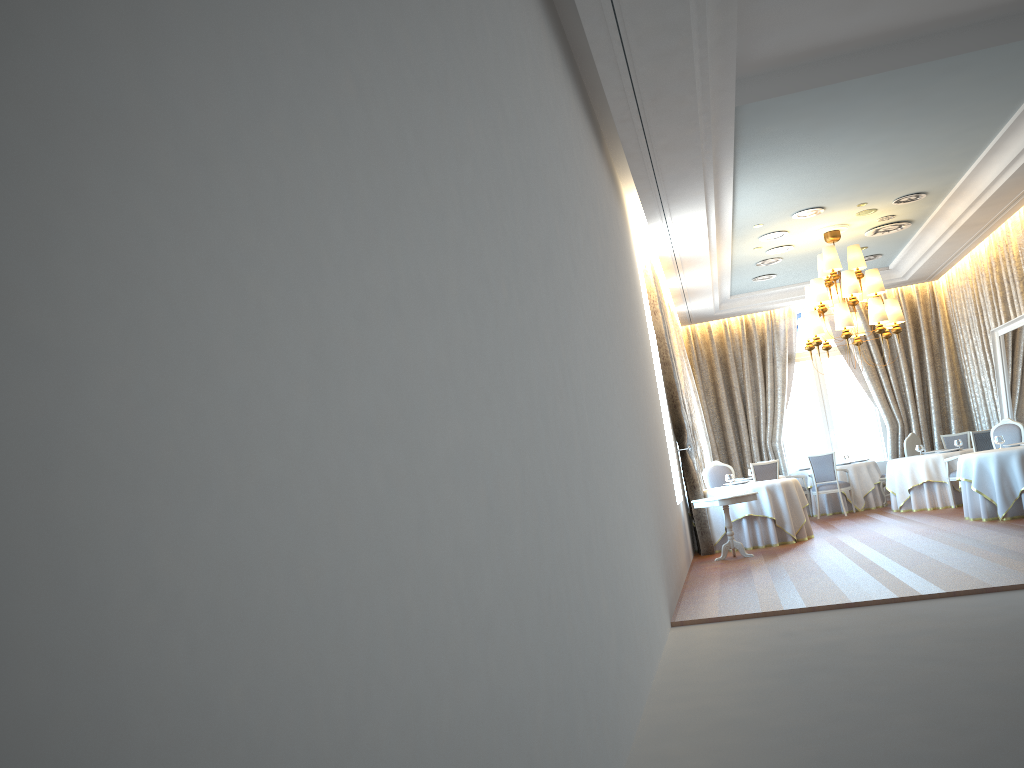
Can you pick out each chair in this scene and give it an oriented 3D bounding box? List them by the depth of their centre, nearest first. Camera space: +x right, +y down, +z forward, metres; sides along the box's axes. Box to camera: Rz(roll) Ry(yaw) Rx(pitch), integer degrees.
[{"bbox_3d":[6.743,1.105,12.234,0.690,1.233,0.563,-5,-8,-27],"label":"chair"},{"bbox_3d":[3.303,1.747,13.356,0.563,1.233,0.690,-7,-7,-12],"label":"chair"},{"bbox_3d":[7.005,1.268,13.384,0.650,1.108,0.629,-6,-7,-17],"label":"chair"},{"bbox_3d":[3.941,1.790,13.986,0.650,1.108,0.629,-7,-7,-12],"label":"chair"},{"bbox_3d":[5.496,1.737,15.379,0.650,1.108,0.629,-12,-8,27],"label":"chair"},{"bbox_3d":[7.774,1.408,15.411,0.650,1.108,0.629,-13,-8,32],"label":"chair"},{"bbox_3d":[6.935,1.519,15.779,0.563,1.233,0.690,-3,-9,-37],"label":"chair"},{"bbox_3d":[4.986,1.919,16.244,0.629,1.108,0.650,-5,-8,-22],"label":"chair"}]

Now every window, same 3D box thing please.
[{"bbox_3d":[6.245,0.049,17.918,1.881,3.306,0.196,-10,-7,13],"label":"window"}]

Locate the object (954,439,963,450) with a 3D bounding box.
[{"bbox_3d":[7.172,0.979,14.238,0.128,0.165,0.128,-10,-7,13],"label":"object"}]

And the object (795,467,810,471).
[{"bbox_3d":[5.465,1.569,16.458,0.419,0.036,0.419,-10,-7,11],"label":"object"}]

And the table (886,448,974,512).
[{"bbox_3d":[6.957,1.563,14.365,1.663,0.890,1.667,-12,-8,26],"label":"table"}]

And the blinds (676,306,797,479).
[{"bbox_3d":[4.729,0.295,17.835,2.535,4.901,0.386,-10,-7,13],"label":"blinds"}]

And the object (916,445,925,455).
[{"bbox_3d":[6.775,1.097,14.724,0.128,0.165,0.128,-10,-7,13],"label":"object"}]

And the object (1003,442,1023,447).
[{"bbox_3d":[6.745,0.797,11.756,0.419,0.036,0.419,-10,-7,11],"label":"object"}]

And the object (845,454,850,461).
[{"bbox_3d":[6.313,1.416,16.740,0.128,0.165,0.128,-10,-7,13],"label":"object"}]

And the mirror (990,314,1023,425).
[{"bbox_3d":[7.417,0.327,12.716,0.385,2.564,2.251,-10,-7,13],"label":"mirror"}]

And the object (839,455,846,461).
[{"bbox_3d":[6.100,1.398,16.353,0.128,0.165,0.128,-10,-7,13],"label":"object"}]

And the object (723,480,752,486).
[{"bbox_3d":[3.302,1.450,12.968,0.419,0.036,0.419,-10,-7,11],"label":"object"}]

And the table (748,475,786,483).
[{"bbox_3d":[3.958,2.086,15.055,1.667,0.890,1.663,-9,-7,6],"label":"table"}]

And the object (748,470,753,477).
[{"bbox_3d":[4.043,1.523,14.944,0.128,0.165,0.128,-10,-7,13],"label":"object"}]

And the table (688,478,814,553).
[{"bbox_3d":[3.339,1.858,12.500,1.663,0.890,1.667,-8,-7,1],"label":"table"}]

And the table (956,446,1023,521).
[{"bbox_3d":[6.610,1.234,11.314,1.663,0.890,1.667,-8,-7,1],"label":"table"}]

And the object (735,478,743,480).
[{"bbox_3d":[3.860,1.693,15.575,0.419,0.036,0.419,-10,-7,11],"label":"object"}]

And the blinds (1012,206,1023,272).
[{"bbox_3d":[7.065,-0.955,10.676,0.238,4.819,4.439,-10,-7,13],"label":"blinds"}]

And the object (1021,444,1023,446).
[{"bbox_3d":[6.494,0.730,10.923,0.419,0.036,0.419,-10,-7,11],"label":"object"}]

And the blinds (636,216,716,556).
[{"bbox_3d":[2.322,-0.013,12.559,0.315,4.930,2.204,-10,-7,12],"label":"blinds"}]

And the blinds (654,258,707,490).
[{"bbox_3d":[2.915,0.198,14.937,0.335,4.969,2.257,-10,-7,13],"label":"blinds"}]

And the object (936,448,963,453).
[{"bbox_3d":[6.916,1.055,14.027,0.419,0.036,0.419,-10,-7,11],"label":"object"}]

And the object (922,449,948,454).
[{"bbox_3d":[7.069,1.132,14.829,0.419,0.036,0.419,-10,-7,11],"label":"object"}]

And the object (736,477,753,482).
[{"bbox_3d":[3.845,1.580,14.649,0.419,0.036,0.419,-10,-7,11],"label":"object"}]

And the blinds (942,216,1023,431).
[{"bbox_3d":[8.079,-0.575,14.912,0.238,4.819,4.439,-10,-7,13],"label":"blinds"}]

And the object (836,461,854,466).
[{"bbox_3d":[5.984,1.442,16.044,0.419,0.036,0.419,-10,-7,11],"label":"object"}]

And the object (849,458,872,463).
[{"bbox_3d":[6.441,1.423,16.430,0.419,0.036,0.419,-10,-7,11],"label":"object"}]

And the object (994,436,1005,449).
[{"bbox_3d":[6.416,0.768,11.663,0.128,0.165,0.128,-15,-10,42],"label":"object"}]

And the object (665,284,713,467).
[{"bbox_3d":[3.488,0.423,17.038,0.386,4.901,2.121,-10,-7,13],"label":"object"}]

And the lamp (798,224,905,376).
[{"bbox_3d":[4.840,-1.234,12.907,1.373,2.121,1.373,-2,-9,-40],"label":"lamp"}]

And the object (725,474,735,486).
[{"bbox_3d":[3.123,1.377,12.695,0.128,0.165,0.128,-8,-7,-5],"label":"object"}]

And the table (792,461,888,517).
[{"bbox_3d":[6.040,1.955,16.436,1.667,0.890,1.663,-13,-8,31],"label":"table"}]

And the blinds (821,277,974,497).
[{"bbox_3d":[7.495,-0.186,17.211,2.476,4.901,0.386,-10,-7,13],"label":"blinds"}]

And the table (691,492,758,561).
[{"bbox_3d":[2.715,1.800,11.047,0.761,0.801,0.760,-3,-9,-38],"label":"table"}]
